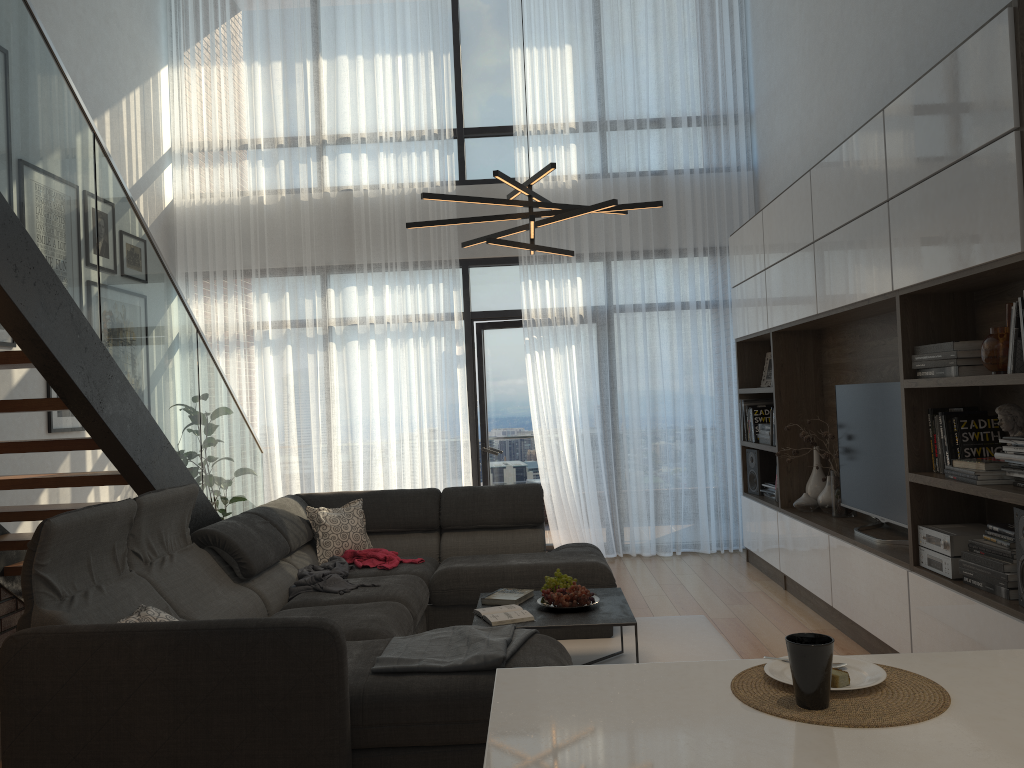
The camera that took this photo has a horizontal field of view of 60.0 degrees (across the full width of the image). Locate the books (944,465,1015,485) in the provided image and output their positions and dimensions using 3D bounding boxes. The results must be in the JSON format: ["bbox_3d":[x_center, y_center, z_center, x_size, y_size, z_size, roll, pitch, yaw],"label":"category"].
[{"bbox_3d":[1.804,0.336,3.326,0.250,0.047,0.310,-3,-1,7],"label":"books"}]

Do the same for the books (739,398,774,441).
[{"bbox_3d":[1.853,0.268,6.665,0.259,0.321,0.128,-3,-1,1],"label":"books"}]

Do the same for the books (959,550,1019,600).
[{"bbox_3d":[1.834,0.690,3.239,0.248,0.123,0.307,-2,-1,-4],"label":"books"}]

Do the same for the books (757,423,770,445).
[{"bbox_3d":[1.889,0.344,6.185,0.277,0.137,0.343,-3,-1,1],"label":"books"}]

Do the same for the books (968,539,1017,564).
[{"bbox_3d":[1.850,0.606,3.246,0.224,0.042,0.277,-2,-1,-3],"label":"books"}]

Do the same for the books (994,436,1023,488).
[{"bbox_3d":[1.824,0.265,2.969,0.224,0.176,0.374,-3,-1,1],"label":"books"}]

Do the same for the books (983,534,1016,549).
[{"bbox_3d":[1.855,0.574,3.248,0.161,0.023,0.213,-3,-1,5],"label":"books"}]

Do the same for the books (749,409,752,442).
[{"bbox_3d":[1.828,0.301,6.496,0.169,0.242,0.050,-3,-1,1],"label":"books"}]

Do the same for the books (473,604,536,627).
[{"bbox_3d":[-0.038,1.020,3.934,0.199,0.025,0.294,-2,-1,-20],"label":"books"}]

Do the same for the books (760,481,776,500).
[{"bbox_3d":[1.897,0.758,6.306,0.204,0.099,0.325,-3,-1,1],"label":"books"}]

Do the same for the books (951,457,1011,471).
[{"bbox_3d":[1.830,0.296,3.317,0.266,0.030,0.209,-2,-1,-5],"label":"books"}]

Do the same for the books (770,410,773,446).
[{"bbox_3d":[1.814,0.292,5.934,0.172,0.242,0.069,-3,-1,2],"label":"books"}]

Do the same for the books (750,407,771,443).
[{"bbox_3d":[1.832,0.295,6.403,0.191,0.249,0.083,-3,-1,1],"label":"books"}]

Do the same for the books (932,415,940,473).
[{"bbox_3d":[1.853,0.247,3.682,0.189,0.240,0.053,-3,-1,2],"label":"books"}]

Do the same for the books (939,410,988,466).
[{"bbox_3d":[1.848,0.238,3.608,0.193,0.255,0.066,-3,-1,1],"label":"books"}]

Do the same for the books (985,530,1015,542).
[{"bbox_3d":[1.857,0.554,3.250,0.142,0.015,0.198,-3,-1,0],"label":"books"}]

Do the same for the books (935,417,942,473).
[{"bbox_3d":[1.845,0.248,3.658,0.170,0.236,0.049,-3,-1,2],"label":"books"}]

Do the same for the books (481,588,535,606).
[{"bbox_3d":[-0.018,1.023,4.260,0.179,0.029,0.225,-3,-1,24],"label":"books"}]

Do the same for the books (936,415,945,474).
[{"bbox_3d":[1.837,0.244,3.637,0.169,0.242,0.050,-3,-1,1],"label":"books"}]

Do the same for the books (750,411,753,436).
[{"bbox_3d":[1.830,0.300,6.438,0.177,0.242,0.066,-3,-1,1],"label":"books"}]

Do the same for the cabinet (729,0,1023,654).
[{"bbox_3d":[1.833,0.062,4.762,0.338,2.494,4.036,-3,-1,1],"label":"cabinet"}]

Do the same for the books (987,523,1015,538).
[{"bbox_3d":[1.871,0.535,3.247,0.161,0.023,0.213,-3,-1,5],"label":"books"}]

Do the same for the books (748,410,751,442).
[{"bbox_3d":[1.843,0.304,6.542,0.189,0.240,0.053,-3,-1,2],"label":"books"}]

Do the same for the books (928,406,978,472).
[{"bbox_3d":[1.857,0.232,3.715,0.202,0.268,0.053,-3,-1,1],"label":"books"}]

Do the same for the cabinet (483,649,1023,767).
[{"bbox_3d":[0.161,0.095,0.291,3.495,2.401,2.401,-3,-1,1],"label":"cabinet"}]

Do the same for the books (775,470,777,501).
[{"bbox_3d":[1.927,0.660,6.080,0.232,0.284,0.142,-3,-1,1],"label":"books"}]

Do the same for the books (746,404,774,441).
[{"bbox_3d":[1.847,0.289,6.575,0.202,0.268,0.053,-3,-1,1],"label":"books"}]

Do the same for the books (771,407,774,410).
[{"bbox_3d":[1.842,0.281,5.955,0.197,0.260,0.066,-3,-1,1],"label":"books"}]

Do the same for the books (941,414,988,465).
[{"bbox_3d":[1.839,0.243,3.578,0.177,0.242,0.066,-3,-1,1],"label":"books"}]

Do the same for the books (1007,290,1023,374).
[{"bbox_3d":[1.823,-0.183,2.953,0.201,0.287,0.332,-3,-1,1],"label":"books"}]

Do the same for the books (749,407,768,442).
[{"bbox_3d":[1.838,0.295,6.467,0.193,0.255,0.066,-3,-1,1],"label":"books"}]

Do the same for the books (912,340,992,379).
[{"bbox_3d":[1.827,-0.098,3.570,0.277,0.137,0.343,-2,-1,-4],"label":"books"}]

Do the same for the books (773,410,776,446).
[{"bbox_3d":[1.825,0.288,5.883,0.179,0.243,0.071,-3,-1,0],"label":"books"}]

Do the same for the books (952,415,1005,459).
[{"bbox_3d":[1.871,0.245,3.543,0.179,0.233,0.077,-3,-1,1],"label":"books"}]

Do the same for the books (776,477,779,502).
[{"bbox_3d":[1.908,0.657,6.029,0.210,0.289,0.100,-3,-1,0],"label":"books"}]
